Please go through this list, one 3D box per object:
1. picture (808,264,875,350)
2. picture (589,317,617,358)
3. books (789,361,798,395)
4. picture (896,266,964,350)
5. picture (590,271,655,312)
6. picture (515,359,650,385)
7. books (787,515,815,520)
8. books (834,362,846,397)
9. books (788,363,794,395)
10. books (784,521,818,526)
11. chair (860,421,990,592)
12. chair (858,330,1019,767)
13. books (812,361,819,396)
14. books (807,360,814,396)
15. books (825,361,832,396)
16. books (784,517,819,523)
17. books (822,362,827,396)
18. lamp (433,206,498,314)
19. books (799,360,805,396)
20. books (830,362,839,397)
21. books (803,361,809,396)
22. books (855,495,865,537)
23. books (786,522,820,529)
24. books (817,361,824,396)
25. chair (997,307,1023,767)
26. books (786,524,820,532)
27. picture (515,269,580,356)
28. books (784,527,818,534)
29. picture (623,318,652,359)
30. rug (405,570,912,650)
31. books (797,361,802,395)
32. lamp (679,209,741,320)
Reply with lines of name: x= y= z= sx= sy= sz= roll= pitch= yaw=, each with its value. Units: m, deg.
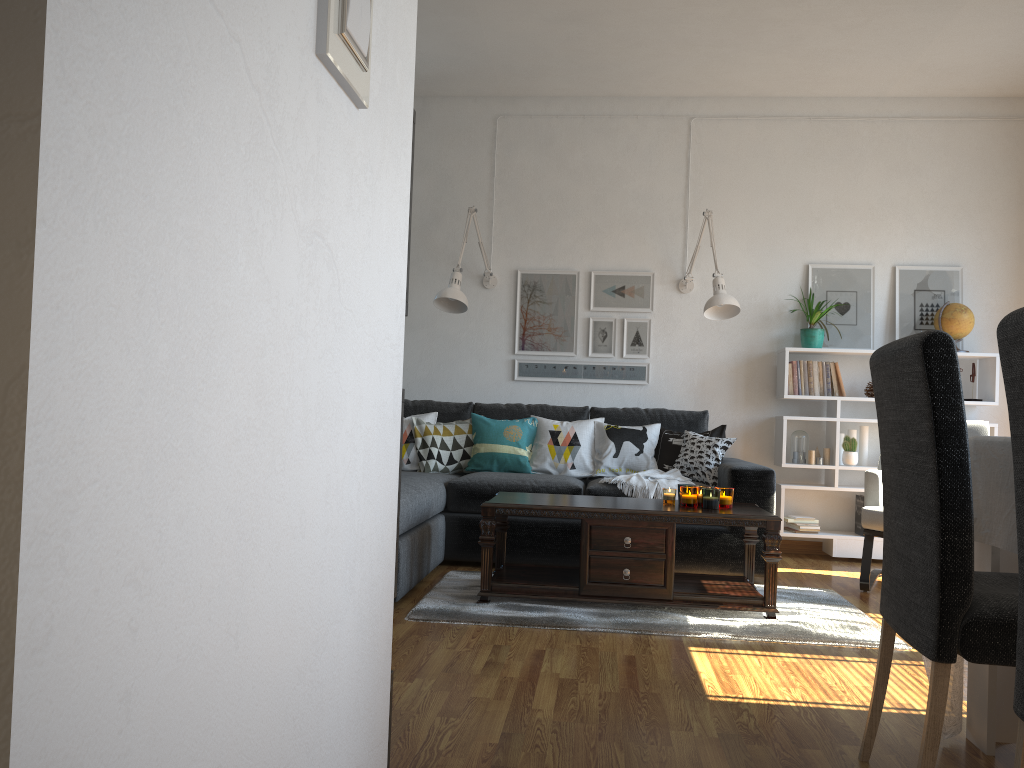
picture: x=1.990 y=-0.458 z=5.358 sx=0.390 sy=0.532 sz=0.059 roll=2 pitch=-1 yaw=6
picture: x=0.565 y=-0.290 z=5.519 sx=0.166 sy=0.248 sz=0.021 roll=2 pitch=-1 yaw=6
books: x=1.666 y=-0.032 z=5.256 sx=0.043 sy=0.205 sz=0.129 roll=2 pitch=-2 yaw=6
picture: x=2.497 y=-0.441 z=5.307 sx=0.390 sy=0.532 sz=0.059 roll=2 pitch=-1 yaw=6
picture: x=0.687 y=-0.574 z=5.514 sx=0.390 sy=0.248 sz=0.021 roll=2 pitch=-1 yaw=6
picture: x=0.435 y=-0.077 z=5.527 sx=0.837 sy=0.136 sz=0.021 roll=2 pitch=-1 yaw=6
books: x=1.711 y=0.790 z=5.246 sx=0.115 sy=0.010 sz=0.141 roll=2 pitch=-2 yaw=-4
books: x=1.921 y=-0.024 z=5.230 sx=0.070 sy=0.204 sz=0.132 roll=2 pitch=-2 yaw=7
books: x=1.637 y=-0.025 z=5.253 sx=0.047 sy=0.191 sz=0.124 roll=2 pitch=-2 yaw=5
books: x=1.709 y=0.821 z=5.242 sx=0.140 sy=0.012 sz=0.184 roll=2 pitch=-2 yaw=-5
chair: x=2.038 y=0.584 z=4.329 sx=0.545 sy=0.832 sz=0.685 roll=1 pitch=-2 yaw=31
chair: x=1.041 y=0.391 z=1.821 sx=0.544 sy=0.960 sz=0.462 roll=2 pitch=-1 yaw=11
books: x=1.781 y=-0.028 z=5.246 sx=0.048 sy=0.208 sz=0.135 roll=2 pitch=-2 yaw=6
books: x=1.753 y=-0.031 z=5.244 sx=0.044 sy=0.210 sz=0.133 roll=2 pitch=-2 yaw=6
books: x=1.853 y=-0.026 z=5.240 sx=0.044 sy=0.208 sz=0.133 roll=2 pitch=-2 yaw=6
books: x=1.699 y=0.804 z=5.248 sx=0.183 sy=0.020 sz=0.134 roll=2 pitch=-2 yaw=-3
books: x=1.831 y=-0.025 z=5.242 sx=0.035 sy=0.204 sz=0.131 roll=2 pitch=-2 yaw=6
lamp: x=-0.272 y=-0.734 z=5.290 sx=0.200 sy=0.669 sz=0.698 roll=2 pitch=-2 yaw=15
books: x=1.704 y=-0.032 z=5.252 sx=0.035 sy=0.209 sz=0.129 roll=2 pitch=-2 yaw=6
books: x=1.890 y=-0.025 z=5.237 sx=0.061 sy=0.211 sz=0.128 roll=2 pitch=-2 yaw=7
books: x=1.727 y=-0.030 z=5.251 sx=0.044 sy=0.209 sz=0.136 roll=2 pitch=-2 yaw=6
books: x=2.043 y=0.768 z=5.181 sx=0.025 sy=0.228 sz=0.168 roll=2 pitch=-2 yaw=6
books: x=1.719 y=0.836 z=5.240 sx=0.123 sy=0.015 sz=0.211 roll=2 pitch=-2 yaw=-4
books: x=1.809 y=-0.028 z=5.243 sx=0.044 sy=0.209 sz=0.133 roll=2 pitch=-2 yaw=5
chair: x=0.971 y=0.363 z=1.121 sx=0.544 sy=0.960 sz=0.462 roll=2 pitch=-1 yaw=6
books: x=1.719 y=0.850 z=5.239 sx=0.123 sy=0.012 sz=0.211 roll=2 pitch=-2 yaw=-4
picture: x=0.222 y=-0.447 z=5.554 sx=0.390 sy=0.534 sz=0.013 roll=2 pitch=-1 yaw=6
books: x=1.707 y=0.865 z=5.240 sx=0.145 sy=0.018 sz=0.184 roll=2 pitch=-2 yaw=-5
picture: x=0.776 y=-0.283 z=5.498 sx=0.166 sy=0.248 sz=0.021 roll=2 pitch=-1 yaw=6
rug: x=0.554 y=0.914 z=3.711 sx=1.813 sy=0.034 sz=1.052 roll=2 pitch=-2 yaw=5
books: x=1.688 y=-0.030 z=5.255 sx=0.033 sy=0.210 sz=0.136 roll=2 pitch=-2 yaw=6
lamp: x=1.153 y=-0.686 z=5.146 sx=0.200 sy=0.669 sz=0.698 roll=2 pitch=-2 yaw=-3
